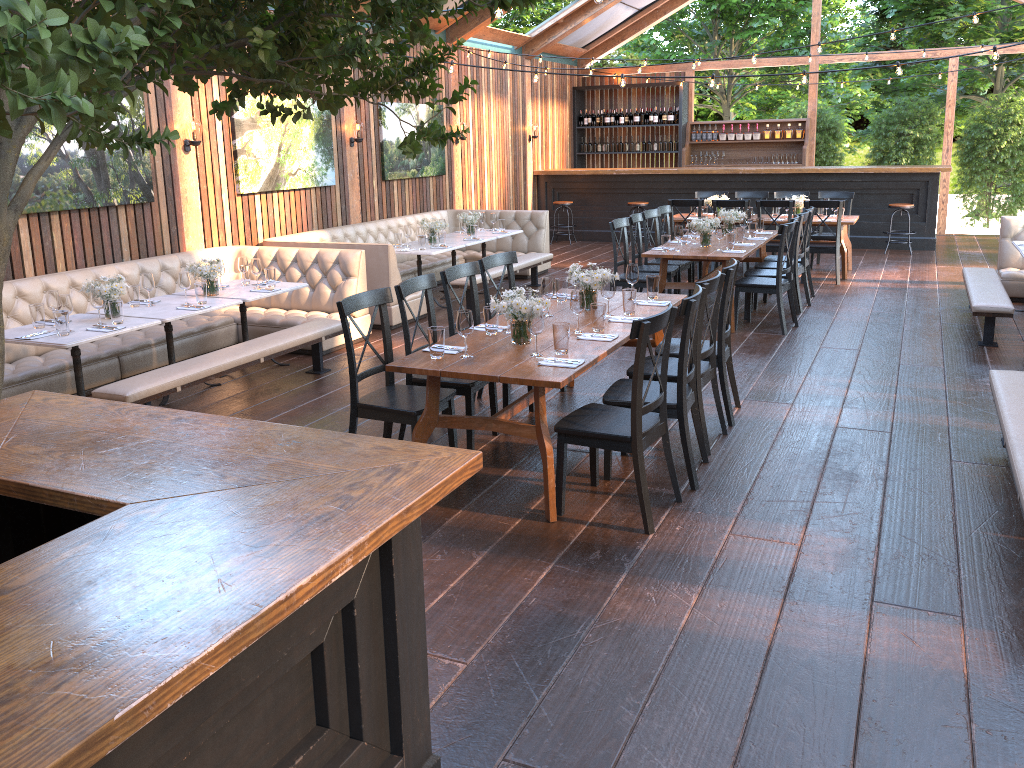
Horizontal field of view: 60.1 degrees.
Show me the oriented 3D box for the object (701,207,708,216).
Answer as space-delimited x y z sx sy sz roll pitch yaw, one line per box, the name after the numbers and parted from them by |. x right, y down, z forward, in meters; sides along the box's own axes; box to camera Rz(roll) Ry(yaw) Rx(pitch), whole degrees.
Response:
2.585 -2.300 11.878 0.092 0.156 0.092 -11 16 -38 | object

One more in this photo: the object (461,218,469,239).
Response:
-0.565 -1.866 10.634 0.092 0.241 0.093 -7 13 -22 | object

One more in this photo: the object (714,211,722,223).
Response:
2.350 -1.845 10.090 0.092 0.241 0.093 -7 13 -22 | object

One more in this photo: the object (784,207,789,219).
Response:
3.585 -2.273 11.536 0.092 0.241 0.093 -7 13 -22 | object

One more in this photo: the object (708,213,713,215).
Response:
2.742 -2.400 12.488 0.158 0.018 0.258 6 17 24 | object

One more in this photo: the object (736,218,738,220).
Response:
2.963 -2.185 11.687 0.158 0.018 0.258 6 17 24 | object

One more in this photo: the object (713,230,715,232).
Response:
2.264 -1.772 10.251 0.255 0.018 0.159 6 17 24 | object

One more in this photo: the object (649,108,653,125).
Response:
2.683 -5.153 17.047 0.077 0.303 0.078 9 16 40 | object

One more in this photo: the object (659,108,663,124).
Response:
2.858 -5.146 16.997 0.077 0.305 0.078 -1 12 3 | object

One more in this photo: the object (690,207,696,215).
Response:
2.554 -2.471 12.501 0.092 0.156 0.092 -11 16 -38 | object

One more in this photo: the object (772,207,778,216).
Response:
3.575 -2.364 12.027 0.092 0.156 0.092 -11 16 -38 | object

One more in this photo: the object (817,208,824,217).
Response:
4.116 -2.316 11.805 0.092 0.156 0.092 -11 16 -38 | object

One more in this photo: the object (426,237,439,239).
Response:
-0.918 -1.786 10.790 0.255 0.018 0.159 6 17 24 | object

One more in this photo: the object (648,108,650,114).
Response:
2.680 -5.201 17.208 0.136 0.311 0.138 -4 13 -13 | object

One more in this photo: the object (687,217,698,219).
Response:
2.442 -2.237 11.922 0.158 0.018 0.258 6 17 24 | object

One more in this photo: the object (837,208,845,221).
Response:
4.146 -2.143 11.173 0.092 0.156 0.092 -11 16 -38 | object

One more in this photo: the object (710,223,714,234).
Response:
2.252 -1.789 10.055 0.092 0.156 0.092 -11 16 -38 | object

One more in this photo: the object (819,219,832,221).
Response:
3.979 -2.085 11.235 0.158 0.018 0.258 6 17 24 | object

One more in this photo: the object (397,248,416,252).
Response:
-1.145 -1.474 9.681 0.158 0.018 0.258 6 17 24 | object

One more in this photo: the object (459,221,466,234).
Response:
-0.629 -1.999 11.281 0.092 0.156 0.093 1 13 11 | object

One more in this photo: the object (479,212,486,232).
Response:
-0.382 -2.103 11.478 0.092 0.241 0.093 -7 13 -22 | object

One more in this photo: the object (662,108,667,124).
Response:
2.920 -5.131 16.934 0.078 0.308 0.079 3 13 20 | object

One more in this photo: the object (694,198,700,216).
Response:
2.590 -2.481 12.376 0.092 0.241 0.093 -7 13 -22 | object

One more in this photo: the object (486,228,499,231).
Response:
-0.237 -2.021 11.584 0.158 0.018 0.258 6 17 24 | object

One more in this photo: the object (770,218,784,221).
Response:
3.444 -2.137 11.473 0.158 0.018 0.258 6 17 24 | object

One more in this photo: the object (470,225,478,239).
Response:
-0.457 -1.833 10.665 0.092 0.156 0.093 1 13 11 | object

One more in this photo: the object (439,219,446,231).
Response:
-0.835 -1.858 10.628 0.092 0.241 0.093 -7 13 -22 | object

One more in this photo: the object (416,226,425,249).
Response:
-1.005 -1.609 9.741 0.092 0.241 0.093 -5 13 -17 | object

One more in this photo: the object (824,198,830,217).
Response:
4.153 -2.325 11.675 0.092 0.241 0.093 -7 13 -22 | object

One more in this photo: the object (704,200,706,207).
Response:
2.578 -2.373 11.986 0.092 0.241 0.093 -7 13 -22 | object

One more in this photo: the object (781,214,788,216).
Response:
3.740 -2.300 12.036 0.158 0.018 0.258 6 17 24 | object

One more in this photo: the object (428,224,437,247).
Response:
-0.893 -1.670 9.951 0.092 0.241 0.093 -5 13 -17 | object

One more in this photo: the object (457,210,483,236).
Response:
-0.527 -2.007 11.020 0.329 0.305 0.341 -2 14 -1 | object

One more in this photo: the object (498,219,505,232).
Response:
-0.128 -2.037 11.374 0.092 0.156 0.093 1 13 11 | object

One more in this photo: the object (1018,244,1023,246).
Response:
5.196 -1.392 8.832 0.255 0.018 0.159 6 17 24 | object

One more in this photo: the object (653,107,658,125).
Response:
2.764 -5.161 17.018 0.087 0.330 0.089 0 12 5 | object

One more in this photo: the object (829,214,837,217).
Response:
4.296 -2.244 11.787 0.158 0.018 0.258 6 17 24 | object

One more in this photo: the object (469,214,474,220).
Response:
-0.523 -2.049 11.294 0.092 0.241 0.093 -7 13 -22 | object

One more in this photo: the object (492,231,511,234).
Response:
-0.148 -1.924 11.226 0.255 0.018 0.159 6 17 24 | object

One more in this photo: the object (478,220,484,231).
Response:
-0.403 -2.090 11.592 0.092 0.156 0.093 1 13 11 | object

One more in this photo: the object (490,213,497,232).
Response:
-0.236 -2.070 11.343 0.092 0.241 0.093 -7 13 -22 | object

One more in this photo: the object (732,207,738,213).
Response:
3.093 -2.416 12.257 0.092 0.156 0.092 -11 16 -38 | object

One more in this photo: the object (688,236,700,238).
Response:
1.984 -1.624 9.739 0.255 0.018 0.159 6 17 24 | object

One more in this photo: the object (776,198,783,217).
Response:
3.605 -2.381 11.924 0.092 0.241 0.093 -7 13 -22 | object

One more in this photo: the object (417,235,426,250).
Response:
-0.982 -1.540 9.645 0.092 0.156 0.093 1 13 11 | object

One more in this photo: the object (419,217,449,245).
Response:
-0.905 -1.762 10.165 0.339 0.305 0.331 -14 19 -41 | object

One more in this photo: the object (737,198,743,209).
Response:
3.127 -2.429 12.141 0.092 0.241 0.093 -7 13 -22 | object

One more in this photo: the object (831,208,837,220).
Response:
4.120 -2.219 11.293 0.092 0.241 0.093 -7 13 -22 | object

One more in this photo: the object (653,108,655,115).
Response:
2.767 -5.179 17.121 0.078 0.308 0.079 3 13 20 | object

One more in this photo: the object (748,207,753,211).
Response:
3.121 -2.247 11.640 0.092 0.156 0.092 -11 16 -38 | object

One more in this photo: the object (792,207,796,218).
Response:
3.618 -2.199 11.423 0.092 0.156 0.092 -11 16 -38 | object

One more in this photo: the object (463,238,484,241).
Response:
-0.476 -1.721 10.517 0.255 0.018 0.159 6 17 24 | object

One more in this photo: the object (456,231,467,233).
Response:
-0.606 -1.977 11.457 0.255 0.018 0.159 6 17 24 | object

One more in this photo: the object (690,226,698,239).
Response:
1.968 -1.641 9.544 0.092 0.156 0.092 -11 16 -38 | object

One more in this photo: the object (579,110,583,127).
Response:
1.384 -5.312 17.704 0.081 0.320 0.173 1 13 10 | object
